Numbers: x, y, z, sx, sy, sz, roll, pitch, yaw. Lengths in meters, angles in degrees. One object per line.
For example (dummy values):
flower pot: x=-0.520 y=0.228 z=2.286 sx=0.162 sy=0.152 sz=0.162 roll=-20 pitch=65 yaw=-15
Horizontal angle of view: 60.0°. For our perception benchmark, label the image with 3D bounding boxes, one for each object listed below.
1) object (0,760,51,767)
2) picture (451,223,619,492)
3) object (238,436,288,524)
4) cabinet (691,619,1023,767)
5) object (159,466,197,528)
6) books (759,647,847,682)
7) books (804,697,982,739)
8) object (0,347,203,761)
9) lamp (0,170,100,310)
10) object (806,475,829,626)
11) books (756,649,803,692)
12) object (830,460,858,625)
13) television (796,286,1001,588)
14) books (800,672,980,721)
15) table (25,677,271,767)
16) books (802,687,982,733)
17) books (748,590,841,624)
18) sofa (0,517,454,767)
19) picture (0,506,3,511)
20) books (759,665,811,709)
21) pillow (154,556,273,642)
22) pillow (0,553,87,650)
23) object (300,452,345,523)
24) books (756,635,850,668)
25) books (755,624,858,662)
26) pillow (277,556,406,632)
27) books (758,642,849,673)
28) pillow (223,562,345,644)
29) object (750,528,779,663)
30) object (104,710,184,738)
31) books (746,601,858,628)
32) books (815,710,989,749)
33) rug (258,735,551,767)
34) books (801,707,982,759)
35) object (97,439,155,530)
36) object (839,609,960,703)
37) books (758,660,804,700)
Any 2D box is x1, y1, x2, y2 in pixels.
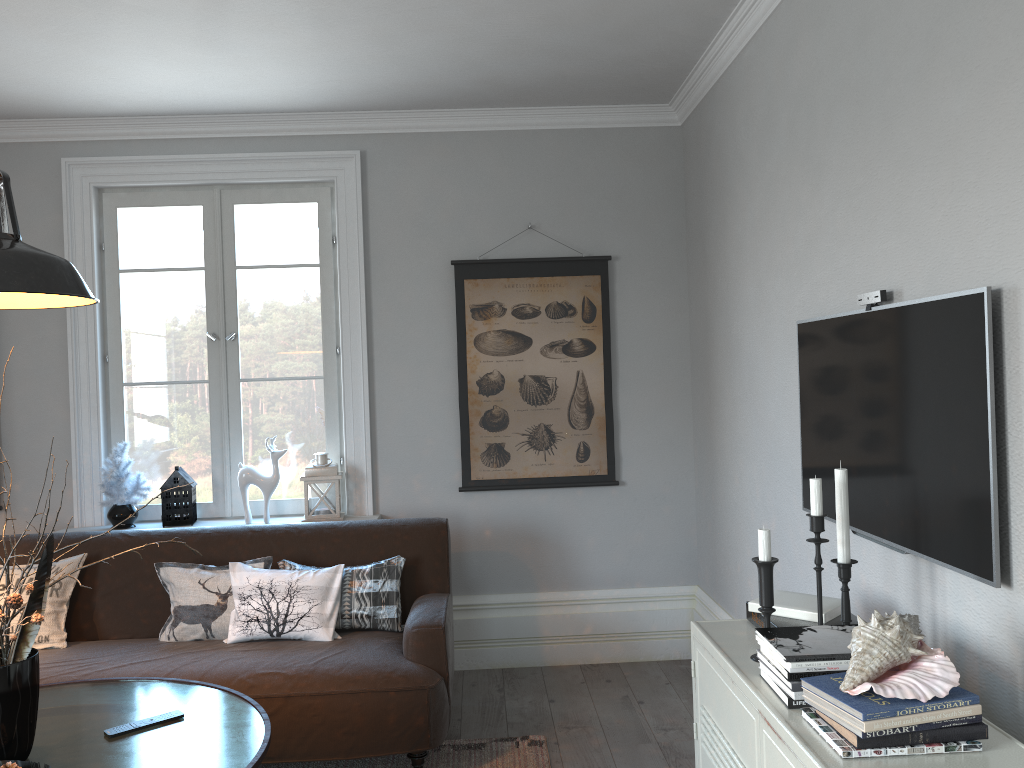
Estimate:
object: x=-1.265 y=0.938 z=2.157 sx=0.404 sy=0.067 sz=0.153 roll=-2 pitch=0 yaw=15
picture: x=0.111 y=-0.140 z=4.373 sx=0.793 sy=1.313 sz=0.057 roll=-2 pitch=0 yaw=-2
object: x=-1.176 y=0.456 z=4.195 sx=0.239 sy=0.410 sz=0.128 roll=-2 pitch=0 yaw=-6
cabinet: x=0.691 y=1.008 z=1.807 sx=0.408 sy=0.757 sz=1.152 roll=-2 pitch=0 yaw=-2
object: x=-1.598 y=0.534 z=4.258 sx=0.155 sy=0.284 sz=0.155 roll=-2 pitch=0 yaw=-12
books: x=0.664 y=0.568 z=1.836 sx=0.251 sy=0.019 sz=0.200 roll=-2 pitch=0 yaw=0
books: x=0.681 y=0.585 z=1.602 sx=0.235 sy=0.014 sz=0.184 roll=-2 pitch=0 yaw=-13
object: x=-1.195 y=0.430 z=2.187 sx=0.853 sy=1.066 sz=0.525 roll=-2 pitch=0 yaw=-31
lamp: x=-1.341 y=-0.746 z=2.246 sx=0.504 sy=1.076 sz=0.504 roll=-2 pitch=0 yaw=-45
object: x=0.681 y=0.417 z=1.968 sx=0.092 sy=0.431 sz=0.092 roll=-2 pitch=0 yaw=-43
books: x=0.674 y=0.585 z=1.839 sx=0.271 sy=0.016 sz=0.222 roll=-2 pitch=0 yaw=-2
object: x=0.762 y=0.402 z=2.035 sx=0.066 sy=0.457 sz=0.066 roll=-2 pitch=0 yaw=-35
television: x=0.960 y=0.088 z=2.315 sx=0.041 sy=0.657 sz=1.063 roll=-2 pitch=0 yaw=-2
books: x=0.676 y=0.554 z=1.601 sx=0.235 sy=0.014 sz=0.184 roll=-2 pitch=0 yaw=-15
table: x=-1.275 y=1.214 z=2.248 sx=1.300 sy=0.503 sz=1.300 roll=-2 pitch=0 yaw=-9
books: x=0.677 y=0.569 z=1.596 sx=0.235 sy=0.017 sz=0.184 roll=-2 pitch=0 yaw=-15
books: x=0.731 y=0.564 z=2.257 sx=0.199 sy=0.024 sz=0.161 roll=-2 pitch=1 yaw=42
sofa: x=-1.322 y=1.035 z=3.477 sx=2.165 sy=0.824 sz=0.968 roll=-2 pitch=0 yaw=-2
picture: x=-2.872 y=-0.033 z=4.256 sx=0.793 sy=1.313 sz=0.057 roll=-2 pitch=0 yaw=-2
books: x=0.676 y=0.620 z=1.837 sx=0.271 sy=0.022 sz=0.200 roll=-2 pitch=0 yaw=0
pillow: x=-1.191 y=0.874 z=3.550 sx=0.472 sy=0.347 sz=0.159 roll=-2 pitch=0 yaw=-5
pillow: x=-1.999 y=0.890 z=3.559 sx=0.519 sy=0.368 sz=0.240 roll=-2 pitch=0 yaw=-2
object: x=-0.911 y=0.490 z=4.263 sx=0.193 sy=0.322 sz=0.193 roll=-2 pitch=0 yaw=-8
books: x=0.664 y=0.544 z=1.834 sx=0.260 sy=0.010 sz=0.196 roll=-2 pitch=0 yaw=-4
books: x=0.666 y=0.535 z=1.841 sx=0.263 sy=0.008 sz=0.212 roll=-2 pitch=0 yaw=-1
pillow: x=-0.700 y=0.860 z=3.606 sx=0.542 sy=0.288 sz=0.183 roll=-2 pitch=0 yaw=-1
books: x=0.669 y=0.554 z=1.833 sx=0.265 sy=0.010 sz=0.196 roll=-2 pitch=0 yaw=-2
pillow: x=-0.896 y=0.855 z=3.487 sx=0.471 sy=0.309 sz=0.188 roll=-2 pitch=0 yaw=-2
object: x=0.587 y=0.481 z=2.048 sx=0.083 sy=0.311 sz=0.083 roll=-2 pitch=0 yaw=-25
object: x=-1.027 y=0.949 z=2.482 sx=0.207 sy=0.011 sz=0.051 roll=-2 pitch=1 yaw=-42
books: x=0.739 y=0.600 z=2.232 sx=0.218 sy=0.049 sz=0.276 roll=-2 pitch=0 yaw=-2
books: x=0.696 y=0.605 z=1.604 sx=0.238 sy=0.027 sz=0.175 roll=-2 pitch=0 yaw=-6
rug: x=-1.240 y=1.408 z=2.285 sx=2.819 sy=0.090 sz=2.400 roll=-2 pitch=0 yaw=-2
books: x=0.680 y=0.626 z=1.610 sx=0.243 sy=0.014 sz=0.196 roll=-2 pitch=0 yaw=-2
object: x=-1.872 y=0.473 z=4.239 sx=0.262 sy=0.424 sz=0.247 roll=-2 pitch=0 yaw=33
object: x=0.679 y=0.484 z=1.609 sx=0.194 sy=0.127 sz=0.192 roll=-2 pitch=0 yaw=-9
books: x=0.667 y=0.601 z=1.830 sx=0.253 sy=0.016 sz=0.200 roll=-2 pitch=0 yaw=-4
